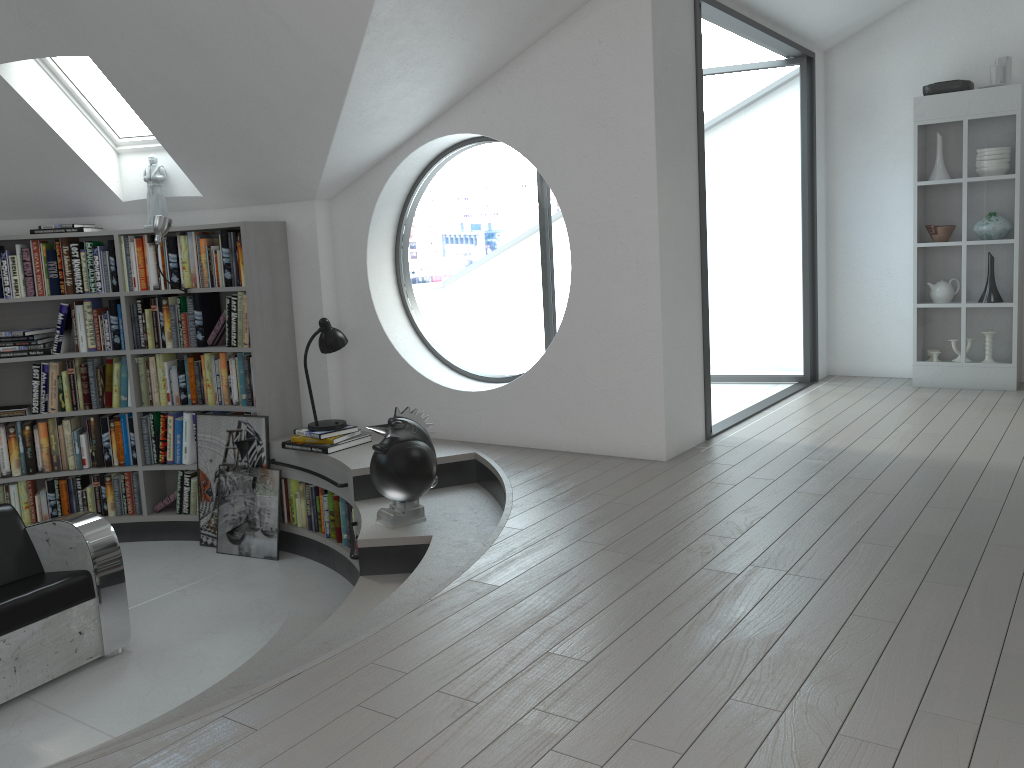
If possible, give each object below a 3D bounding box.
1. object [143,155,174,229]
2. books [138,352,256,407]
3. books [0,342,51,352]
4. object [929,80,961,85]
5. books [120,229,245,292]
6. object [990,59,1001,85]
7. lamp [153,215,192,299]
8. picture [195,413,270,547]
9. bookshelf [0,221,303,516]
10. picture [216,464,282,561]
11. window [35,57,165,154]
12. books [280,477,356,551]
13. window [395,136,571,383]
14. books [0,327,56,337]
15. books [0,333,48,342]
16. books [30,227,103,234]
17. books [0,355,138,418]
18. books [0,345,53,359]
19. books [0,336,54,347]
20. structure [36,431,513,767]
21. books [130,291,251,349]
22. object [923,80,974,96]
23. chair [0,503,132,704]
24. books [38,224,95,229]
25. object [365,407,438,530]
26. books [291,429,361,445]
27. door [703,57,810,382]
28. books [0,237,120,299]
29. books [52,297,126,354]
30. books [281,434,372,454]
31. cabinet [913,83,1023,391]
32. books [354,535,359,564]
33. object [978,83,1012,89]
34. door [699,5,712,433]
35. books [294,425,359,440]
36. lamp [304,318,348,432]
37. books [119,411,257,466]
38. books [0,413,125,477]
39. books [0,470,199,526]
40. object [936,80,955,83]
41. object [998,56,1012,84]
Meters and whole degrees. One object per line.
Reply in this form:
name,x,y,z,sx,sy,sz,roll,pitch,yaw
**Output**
object,-2.297,-1.237,5.711,0.179,0.471,0.179,4,10,43
books,-1.979,-0.040,5.806,1.020,0.346,0.276,0,8,20
books,-3.206,-0.246,5.826,0.286,0.031,0.270,-6,9,-20
object,2.981,-1.989,6.057,0.238,0.119,0.239,3,10,34
books,-2.037,-0.799,5.714,1.014,0.361,0.294,0,8,17
object,3.189,-2.046,5.848,0.054,0.195,0.054,-7,8,-30
lamp,-2.087,-0.781,5.499,0.112,0.523,0.276,0,8,25
picture,-1.766,0.622,5.618,0.578,0.860,0.091,0,8,25
bookshelf,-3.475,0.178,4.594,2.109,1.873,4.347,2,10,34
picture,-1.635,0.794,5.500,0.489,0.553,0.107,1,8,25
window,-3.569,-1.572,4.381,1.933,0.711,4.069,3,10,34
books,-1.067,0.745,5.284,0.273,0.297,1.149,-10,11,-40
window,-0.119,-0.738,5.330,1.471,1.465,0.104,2,9,35
books,-3.211,-0.339,5.815,0.285,0.031,0.270,-1,9,15
books,-3.209,-0.307,5.818,0.226,0.036,0.214,-4,9,-5
books,-2.916,-1.000,5.817,0.336,0.036,0.318,-3,9,-3
books,-2.915,-0.001,5.855,0.974,0.351,0.252,-5,8,-13
books,-3.204,-0.213,5.830,0.388,0.042,0.367,-5,9,-15
books,-3.207,-0.276,5.822,0.286,0.031,0.270,-4,9,-5
structure,-2.299,0.994,3.906,4.711,0.691,4.726,-5,9,-10
books,-2.007,-0.419,5.756,1.052,0.357,0.280,0,8,20
object,2.982,-1.980,6.058,0.299,0.119,0.300,3,10,34
chair,-2.348,0.974,4.022,0.741,0.717,0.826,1,9,29
books,-2.917,-1.028,5.814,0.247,0.027,0.234,-2,9,7
object,-0.525,0.386,4.287,0.320,0.560,0.321,-2,7,8
books,-1.112,0.311,5.313,0.304,0.034,0.287,1,9,25
door,1.676,-1.181,6.668,1.051,2.338,0.080,0,7,20
books,-3.024,-0.757,5.761,0.969,0.366,0.307,-5,8,-12
books,-2.750,-0.398,5.877,0.553,0.349,0.256,-4,8,-9
books,-1.110,0.347,5.318,0.388,0.042,0.367,3,10,34
cabinet,3.143,-0.979,6.107,0.642,1.982,0.362,2,9,34
books,-0.647,0.917,4.444,0.240,0.167,0.667,-5,9,-14
object,3.240,-1.963,5.887,0.295,0.024,0.151,-8,10,-31
door,0.628,-0.902,5.195,1.052,2.338,0.080,2,9,35
books,-1.114,0.279,5.310,0.286,0.031,0.270,5,12,44
lamp,-1.107,-0.066,5.294,0.323,0.658,0.234,-9,9,-39
books,-2.029,0.339,5.860,1.184,0.357,0.305,-1,8,16
books,-2.981,0.383,5.893,0.872,0.349,0.273,-5,8,-14
books,-2.676,0.728,5.940,1.497,0.310,0.361,-3,8,-3
object,2.981,-1.998,6.056,0.170,0.119,0.171,3,10,34
object,3.280,-2.066,5.900,0.072,0.210,0.071,-7,8,-31
